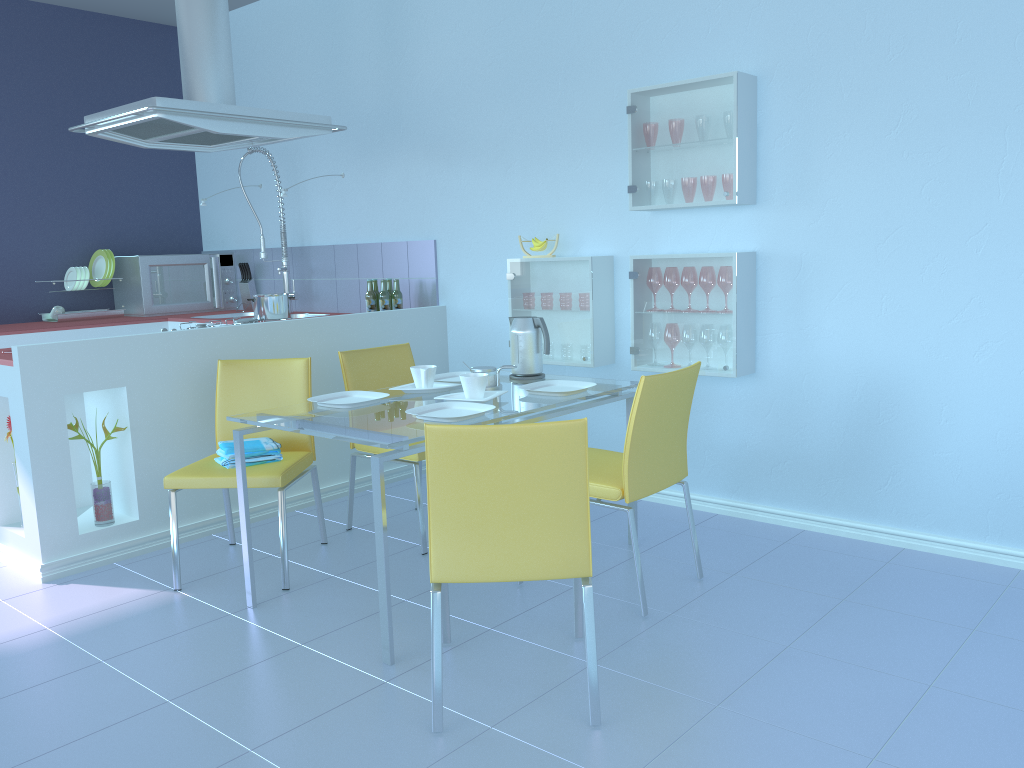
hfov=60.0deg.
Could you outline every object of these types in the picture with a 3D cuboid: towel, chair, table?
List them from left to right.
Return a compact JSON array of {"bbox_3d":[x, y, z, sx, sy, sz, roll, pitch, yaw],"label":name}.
[{"bbox_3d":[-0.898,0.255,3.025,0.201,0.024,0.195,-7,10,-29],"label":"towel"},{"bbox_3d":[-0.896,0.226,3.021,0.192,0.027,0.195,-6,10,-28],"label":"towel"},{"bbox_3d":[-0.894,0.210,3.022,0.190,0.033,0.195,-5,9,-22],"label":"towel"},{"bbox_3d":[-0.893,0.242,3.021,0.201,0.024,0.195,-6,9,-24],"label":"towel"},{"bbox_3d":[-0.900,0.282,3.046,0.387,0.695,0.484,-1,9,5],"label":"chair"},{"bbox_3d":[-0.370,0.214,3.384,0.484,0.695,0.387,6,12,43],"label":"chair"},{"bbox_3d":[-0.192,0.337,2.906,0.730,0.590,1.173,5,11,41],"label":"table"},{"bbox_3d":[-0.005,0.388,2.130,0.387,0.695,0.484,-2,8,-1],"label":"chair"},{"bbox_3d":[0.311,0.283,2.765,0.484,0.695,0.387,5,11,38],"label":"chair"}]

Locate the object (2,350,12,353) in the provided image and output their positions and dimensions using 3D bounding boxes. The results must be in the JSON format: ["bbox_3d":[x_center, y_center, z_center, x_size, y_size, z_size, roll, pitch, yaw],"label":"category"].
[{"bbox_3d":[-1.710,-0.127,3.266,0.269,0.006,0.151,-2,8,3],"label":"object"}]

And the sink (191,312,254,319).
[{"bbox_3d":[-1.559,-0.304,5.016,0.326,0.172,0.428,5,11,40],"label":"sink"}]

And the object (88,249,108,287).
[{"bbox_3d":[-2.381,-0.666,5.105,0.220,0.214,0.053,5,11,37],"label":"object"}]

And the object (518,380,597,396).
[{"bbox_3d":[0.150,0.015,2.912,0.228,0.020,0.228,5,11,37],"label":"object"}]

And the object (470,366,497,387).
[{"bbox_3d":[-0.095,-0.020,2.998,0.087,0.071,0.090,-1,9,6],"label":"object"}]

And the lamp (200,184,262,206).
[{"bbox_3d":[-1.610,-1.088,5.089,0.037,0.134,0.400,5,11,41],"label":"lamp"}]

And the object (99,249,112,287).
[{"bbox_3d":[-2.368,-0.669,5.121,0.220,0.214,0.053,5,11,37],"label":"object"}]

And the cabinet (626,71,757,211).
[{"bbox_3d":[0.658,-0.882,3.286,0.450,0.450,0.173,5,11,41],"label":"cabinet"}]

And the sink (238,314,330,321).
[{"bbox_3d":[-1.200,-0.270,4.707,0.326,0.172,0.428,5,11,41],"label":"sink"}]

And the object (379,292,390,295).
[{"bbox_3d":[-0.625,-0.417,4.345,0.052,0.187,0.052,-7,10,-30],"label":"object"}]

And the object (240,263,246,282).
[{"bbox_3d":[-1.614,-0.599,5.358,0.038,0.265,0.019,-9,11,-39],"label":"object"}]

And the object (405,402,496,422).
[{"bbox_3d":[-0.175,0.082,2.541,0.228,0.020,0.228,5,11,37],"label":"object"}]

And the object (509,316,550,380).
[{"bbox_3d":[0.060,-0.135,3.255,0.146,0.222,0.132,-3,9,-6],"label":"object"}]

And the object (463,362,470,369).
[{"bbox_3d":[-0.127,-0.037,2.999,0.077,0.079,0.023,-1,9,6],"label":"object"}]

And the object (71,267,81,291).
[{"bbox_3d":[-2.465,-0.593,5.003,0.140,0.136,0.039,4,11,36],"label":"object"}]

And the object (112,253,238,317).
[{"bbox_3d":[-2.039,-0.608,5.390,0.367,0.350,0.611,5,11,41],"label":"object"}]

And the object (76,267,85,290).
[{"bbox_3d":[-2.450,-0.596,5.022,0.140,0.136,0.039,4,11,36],"label":"object"}]

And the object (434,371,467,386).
[{"bbox_3d":[-0.190,-0.018,3.213,0.228,0.020,0.228,6,12,42],"label":"object"}]

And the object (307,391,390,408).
[{"bbox_3d":[-0.519,0.051,2.825,0.228,0.020,0.228,5,11,37],"label":"object"}]

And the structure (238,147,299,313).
[{"bbox_3d":[-1.318,-0.844,4.884,0.308,0.920,0.178,5,11,39],"label":"structure"}]

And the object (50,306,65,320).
[{"bbox_3d":[-2.555,-0.398,4.984,0.083,0.082,0.097,-4,9,-15],"label":"object"}]

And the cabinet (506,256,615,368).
[{"bbox_3d":[0.202,-0.314,3.788,0.450,0.450,0.173,5,11,41],"label":"cabinet"}]

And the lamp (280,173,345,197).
[{"bbox_3d":[-1.030,-1.034,4.590,0.037,0.134,0.400,5,11,41],"label":"lamp"}]

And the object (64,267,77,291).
[{"bbox_3d":[-2.480,-0.589,4.984,0.140,0.136,0.039,4,11,36],"label":"object"}]

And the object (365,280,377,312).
[{"bbox_3d":[-0.690,-0.415,4.335,0.052,0.190,0.052,-1,9,6],"label":"object"}]

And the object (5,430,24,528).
[{"bbox_3d":[-1.780,0.333,3.185,0.085,0.365,0.050,5,11,39],"label":"object"}]

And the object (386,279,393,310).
[{"bbox_3d":[-0.605,-0.428,4.402,0.052,0.190,0.052,-1,9,6],"label":"object"}]

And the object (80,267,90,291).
[{"bbox_3d":[-2.436,-0.599,5.041,0.140,0.136,0.039,4,11,36],"label":"object"}]

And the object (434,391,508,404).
[{"bbox_3d":[-0.128,0.043,2.792,0.190,0.020,0.194,1,9,22],"label":"object"}]

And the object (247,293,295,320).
[{"bbox_3d":[-1.045,-0.337,3.861,0.157,0.106,0.170,2,9,24],"label":"object"}]

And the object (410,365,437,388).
[{"bbox_3d":[-0.303,-0.016,3.009,0.091,0.083,0.111,2,9,23],"label":"object"}]

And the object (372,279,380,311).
[{"bbox_3d":[-0.676,-0.425,4.399,0.052,0.190,0.052,-1,9,6],"label":"object"}]

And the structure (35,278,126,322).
[{"bbox_3d":[-2.444,-0.480,5.040,0.194,0.225,0.408,5,11,37],"label":"structure"}]

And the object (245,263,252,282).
[{"bbox_3d":[-1.578,-0.596,5.327,0.037,0.265,0.019,-9,11,-39],"label":"object"}]

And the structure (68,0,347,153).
[{"bbox_3d":[-1.265,-1.480,3.636,0.695,0.962,0.895,5,11,41],"label":"structure"}]

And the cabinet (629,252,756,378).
[{"bbox_3d":[0.679,-0.269,3.377,0.450,0.450,0.173,5,11,41],"label":"cabinet"}]

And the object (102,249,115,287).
[{"bbox_3d":[-2.356,-0.671,5.138,0.220,0.214,0.053,5,11,37],"label":"object"}]

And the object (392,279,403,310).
[{"bbox_3d":[-0.560,-0.416,4.327,0.052,0.187,0.052,-7,10,-30],"label":"object"}]

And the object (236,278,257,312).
[{"bbox_3d":[-1.604,-0.540,5.352,0.100,0.200,0.109,5,11,41],"label":"object"}]

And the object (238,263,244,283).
[{"bbox_3d":[-1.630,-0.601,5.372,0.019,0.265,0.037,3,10,31],"label":"object"}]

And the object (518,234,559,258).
[{"bbox_3d":[0.115,-0.594,3.827,0.203,0.100,0.077,4,10,33],"label":"object"}]

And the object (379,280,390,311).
[{"bbox_3d":[-0.616,-0.408,4.287,0.052,0.187,0.052,-7,10,-30],"label":"object"}]

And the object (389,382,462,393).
[{"bbox_3d":[-0.289,0.017,3.008,0.190,0.020,0.194,3,10,32],"label":"object"}]

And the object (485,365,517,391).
[{"bbox_3d":[-0.077,-0.018,2.986,0.166,0.081,0.123,3,10,32],"label":"object"}]

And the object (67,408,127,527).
[{"bbox_3d":[-1.477,0.297,3.159,0.229,0.423,0.067,-5,9,-18],"label":"object"}]

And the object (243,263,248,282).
[{"bbox_3d":[-1.596,-0.598,5.342,0.038,0.265,0.019,-9,11,-39],"label":"object"}]

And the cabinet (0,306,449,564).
[{"bbox_3d":[-1.840,0.075,4.332,2.200,0.800,2.139,5,11,41],"label":"cabinet"}]

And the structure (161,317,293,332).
[{"bbox_3d":[-1.228,-0.248,3.826,0.500,0.047,0.600,5,11,41],"label":"structure"}]

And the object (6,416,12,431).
[{"bbox_3d":[-1.721,0.311,3.111,0.054,0.427,0.090,-5,9,-17],"label":"object"}]

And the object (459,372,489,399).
[{"bbox_3d":[-0.115,0.011,2.784,0.091,0.083,0.111,0,9,13],"label":"object"}]
